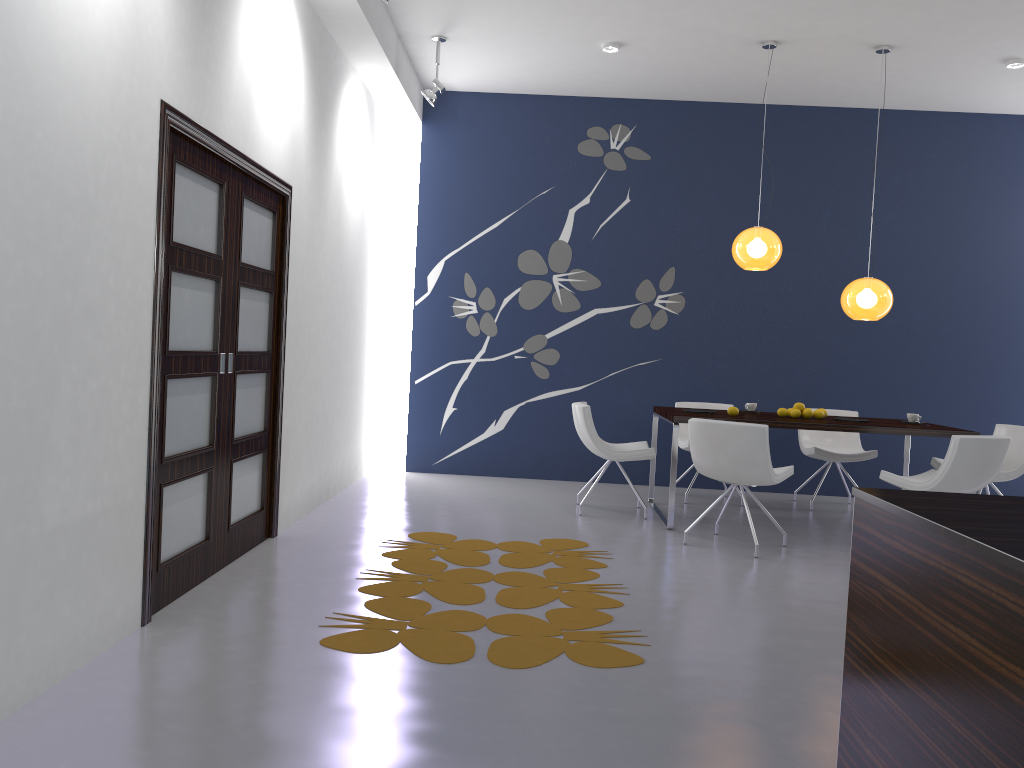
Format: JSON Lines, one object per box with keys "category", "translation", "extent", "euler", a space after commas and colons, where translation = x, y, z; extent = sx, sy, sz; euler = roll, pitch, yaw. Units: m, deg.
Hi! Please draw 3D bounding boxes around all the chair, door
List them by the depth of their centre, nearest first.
{"category": "door", "translation": [-1.476, -0.106, 4.342], "extent": [0.220, 2.061, 1.764], "euler": [3, 2, 2]}
{"category": "chair", "translation": [2.728, 0.697, 5.571], "extent": [0.508, 0.805, 0.620], "euler": [2, 2, -28]}
{"category": "chair", "translation": [1.431, 0.628, 5.628], "extent": [0.508, 0.805, 0.620], "euler": [5, 3, 37]}
{"category": "chair", "translation": [3.515, 0.703, 6.555], "extent": [0.620, 0.805, 0.508], "euler": [3, 2, -3]}
{"category": "chair", "translation": [0.738, 0.555, 6.653], "extent": [0.620, 0.805, 0.508], "euler": [3, 2, 2]}
{"category": "chair", "translation": [2.693, 0.628, 7.441], "extent": [0.508, 0.805, 0.620], "euler": [3, 2, 2]}
{"category": "chair", "translation": [1.655, 0.573, 7.478], "extent": [0.508, 0.805, 0.620], "euler": [3, 2, -3]}

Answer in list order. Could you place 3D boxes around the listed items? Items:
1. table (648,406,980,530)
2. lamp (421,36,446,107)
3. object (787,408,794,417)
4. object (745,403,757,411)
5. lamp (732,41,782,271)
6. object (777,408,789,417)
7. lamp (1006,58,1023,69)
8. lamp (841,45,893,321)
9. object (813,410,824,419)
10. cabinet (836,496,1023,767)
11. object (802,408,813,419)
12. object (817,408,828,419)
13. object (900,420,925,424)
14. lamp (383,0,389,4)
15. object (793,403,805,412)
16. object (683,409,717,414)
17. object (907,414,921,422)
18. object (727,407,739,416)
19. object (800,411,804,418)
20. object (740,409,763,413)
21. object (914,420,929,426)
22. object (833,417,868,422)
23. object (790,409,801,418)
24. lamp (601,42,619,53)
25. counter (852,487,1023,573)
{"category": "table", "translation": [2.119, 0.642, 6.554], "extent": [2.046, 0.783, 1.127], "euler": [3, 2, 2]}
{"category": "lamp", "translation": [-0.592, -2.365, 6.731], "extent": [0.185, 0.511, 0.150], "euler": [3, 2, 2]}
{"category": "object", "translation": [2.073, 0.212, 6.565], "extent": [0.070, 0.068, 0.083], "euler": [2, 2, -29]}
{"category": "object", "translation": [1.868, 0.184, 6.930], "extent": [0.081, 0.064, 0.101], "euler": [4, 2, 27]}
{"category": "lamp", "translation": [1.834, -1.662, 6.490], "extent": [0.358, 1.645, 0.359], "euler": [3, 2, 13]}
{"category": "object", "translation": [1.994, 0.210, 6.526], "extent": [0.083, 0.068, 0.070], "euler": [3, 2, 6]}
{"category": "lamp", "translation": [3.734, -2.373, 6.569], "extent": [0.132, 0.035, 0.132], "euler": [1, 3, -41]}
{"category": "lamp", "translation": [2.643, -1.454, 6.469], "extent": [0.359, 1.974, 0.358], "euler": [3, 2, 7]}
{"category": "object", "translation": [2.251, 0.224, 6.513], "extent": [0.083, 0.068, 0.070], "euler": [3, 2, 6]}
{"category": "cabinet", "translation": [2.480, 0.803, 1.618], "extent": [3.285, 0.852, 1.377], "euler": [3, 2, 2]}
{"category": "object", "translation": [2.161, 0.214, 6.480], "extent": [0.076, 0.080, 0.094], "euler": [3, 2, 4]}
{"category": "object", "translation": [2.295, 0.219, 6.585], "extent": [0.079, 0.077, 0.094], "euler": [2, 2, -24]}
{"category": "object", "translation": [2.964, 0.285, 6.566], "extent": [0.154, 0.020, 0.154], "euler": [1, 3, -42]}
{"category": "lamp", "translation": [-0.667, -2.297, 4.733], "extent": [0.185, 0.511, 0.150], "euler": [3, 2, 2]}
{"category": "object", "translation": [2.111, 0.171, 6.516], "extent": [0.083, 0.068, 0.070], "euler": [3, 2, 6]}
{"category": "object", "translation": [1.380, 0.204, 6.527], "extent": [0.232, 0.020, 0.232], "euler": [4, 2, 31]}
{"category": "object", "translation": [2.974, 0.254, 6.560], "extent": [0.101, 0.064, 0.081], "euler": [4, 2, 28]}
{"category": "object", "translation": [1.579, 0.195, 6.330], "extent": [0.083, 0.068, 0.070], "euler": [3, 2, 6]}
{"category": "object", "translation": [2.155, 0.215, 6.563], "extent": [0.081, 0.071, 0.069], "euler": [2, 2, -21]}
{"category": "object", "translation": [1.871, 0.215, 6.940], "extent": [0.154, 0.020, 0.154], "euler": [1, 3, -43]}
{"category": "object", "translation": [2.981, 0.282, 6.454], "extent": [0.032, 0.028, 0.155], "euler": [2, 2, -17]}
{"category": "object", "translation": [2.466, 0.263, 6.457], "extent": [0.232, 0.020, 0.232], "euler": [4, 2, 31]}
{"category": "object", "translation": [2.070, 0.215, 6.481], "extent": [0.070, 0.068, 0.083], "euler": [2, 2, -29]}
{"category": "lamp", "translation": [0.740, -2.533, 6.675], "extent": [0.132, 0.035, 0.132], "euler": [3, 2, 2]}
{"category": "counter", "translation": [2.490, 0.580, 1.599], "extent": [3.291, 1.300, 1.302], "euler": [3, 2, 2]}
